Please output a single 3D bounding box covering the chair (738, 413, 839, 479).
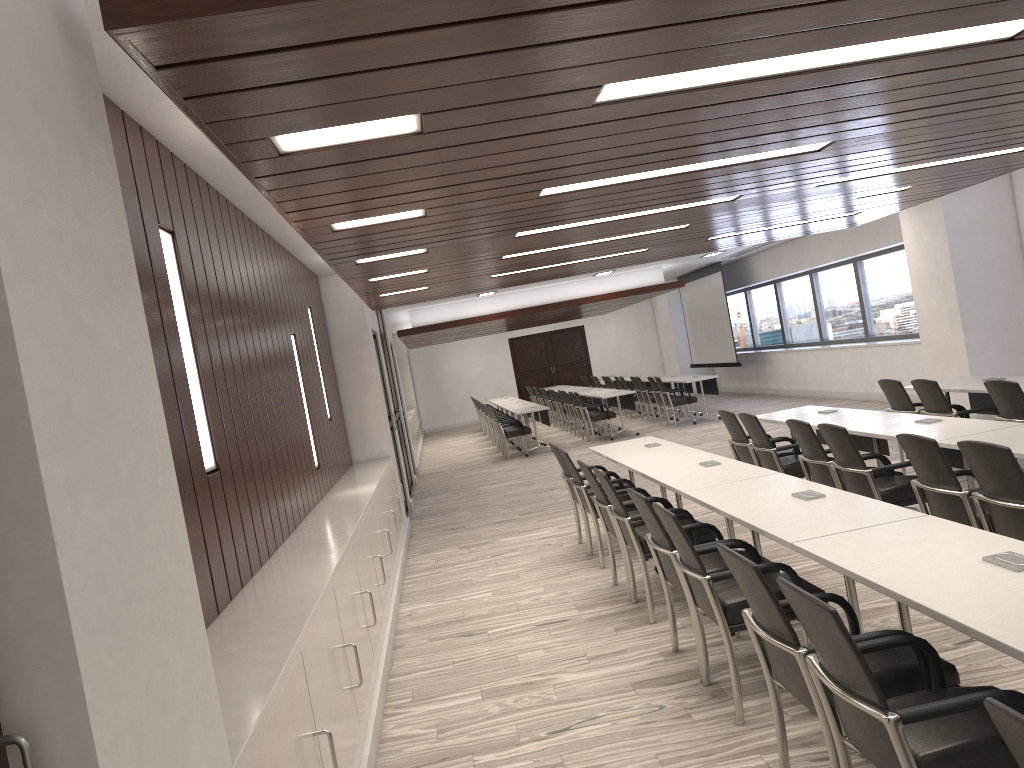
[{"bbox_3d":[2.246,0.637,7.151,0.638,0.939,0.513,-10,2,-6],"label":"chair"}]

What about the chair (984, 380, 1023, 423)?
[{"bbox_3d":[3.805,0.376,6.288,0.638,0.939,0.513,-10,2,-4],"label":"chair"}]

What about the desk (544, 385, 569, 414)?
[{"bbox_3d":[1.170,0.465,23.570,0.577,0.795,1.509,-10,2,-5],"label":"desk"}]

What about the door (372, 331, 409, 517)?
[{"bbox_3d":[-1.531,0.505,10.792,0.200,2.323,1.163,-10,2,-5],"label":"door"}]

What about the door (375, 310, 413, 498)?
[{"bbox_3d":[-1.771,0.204,12.913,0.200,2.889,2.327,-10,2,-5],"label":"door"}]

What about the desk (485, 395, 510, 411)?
[{"bbox_3d":[-0.319,0.740,23.441,0.577,0.795,1.509,-10,2,-5],"label":"desk"}]

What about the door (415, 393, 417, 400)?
[{"bbox_3d":[-2.800,0.352,25.087,0.200,2.323,1.163,-10,2,-5],"label":"door"}]

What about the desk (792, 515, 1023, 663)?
[{"bbox_3d":[1.518,0.960,2.766,0.577,0.795,1.509,-10,2,-5],"label":"desk"}]

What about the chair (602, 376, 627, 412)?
[{"bbox_3d":[2.514,0.219,20.890,0.638,0.939,0.513,-10,2,-6],"label":"chair"}]

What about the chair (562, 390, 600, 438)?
[{"bbox_3d":[1.359,0.528,17.214,0.638,0.939,0.513,-10,2,-6],"label":"chair"}]

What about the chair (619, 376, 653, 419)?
[{"bbox_3d":[2.678,0.244,18.852,0.638,0.939,0.513,-10,2,-4],"label":"chair"}]

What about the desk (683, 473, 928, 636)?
[{"bbox_3d":[1.383,0.944,4.283,0.577,0.795,1.509,-10,2,-5],"label":"desk"}]

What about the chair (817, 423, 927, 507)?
[{"bbox_3d":[2.373,0.654,5.631,0.638,0.939,0.513,-10,2,-5],"label":"chair"}]

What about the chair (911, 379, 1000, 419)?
[{"bbox_3d":[3.722,0.364,7.281,0.638,0.939,0.513,-10,2,-5],"label":"chair"}]

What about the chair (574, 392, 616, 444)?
[{"bbox_3d":[1.491,0.545,15.696,0.638,0.939,0.513,-10,2,-5],"label":"chair"}]

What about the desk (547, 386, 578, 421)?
[{"bbox_3d":[1.305,0.481,22.053,0.577,0.795,1.509,-10,2,-5],"label":"desk"}]

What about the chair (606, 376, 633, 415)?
[{"bbox_3d":[2.554,0.226,20.366,0.638,0.939,0.513,-10,2,-5],"label":"chair"}]

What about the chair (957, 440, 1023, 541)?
[{"bbox_3d":[2.525,0.667,4.121,0.638,0.939,0.513,-10,2,-6],"label":"chair"}]

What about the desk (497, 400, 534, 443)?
[{"bbox_3d":[0.086,0.788,18.888,0.577,0.795,1.509,-10,2,-5],"label":"desk"}]

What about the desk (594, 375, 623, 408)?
[{"bbox_3d":[2.637,0.195,23.697,0.577,0.795,1.509,-10,2,-5],"label":"desk"}]

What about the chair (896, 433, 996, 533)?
[{"bbox_3d":[2.460,0.665,4.648,0.638,0.939,0.513,-10,2,-4],"label":"chair"}]

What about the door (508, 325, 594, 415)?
[{"bbox_3d":[1.223,-0.421,26.598,2.329,2.323,0.200,-10,2,-5],"label":"door"}]

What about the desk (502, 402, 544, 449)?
[{"bbox_3d":[0.220,0.804,17.380,0.577,0.795,1.509,-10,2,-5],"label":"desk"}]

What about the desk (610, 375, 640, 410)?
[{"bbox_3d":[2.772,0.211,22.181,0.577,0.795,1.509,-10,2,-5],"label":"desk"}]

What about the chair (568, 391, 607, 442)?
[{"bbox_3d":[1.432,0.541,16.226,0.638,0.939,0.513,-10,2,-6],"label":"chair"}]

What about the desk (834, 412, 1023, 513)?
[{"bbox_3d":[2.737,0.653,5.931,0.577,0.795,1.509,-10,2,-5],"label":"desk"}]

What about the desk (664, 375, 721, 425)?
[{"bbox_3d":[3.310,0.275,16.120,0.577,0.795,1.509,-10,2,-5],"label":"desk"}]

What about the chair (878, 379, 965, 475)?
[{"bbox_3d":[3.660,0.362,7.798,0.638,0.939,0.513,-10,2,-5],"label":"chair"}]

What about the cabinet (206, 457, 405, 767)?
[{"bbox_3d":[-1.069,1.198,5.740,0.476,0.698,7.540,-10,2,-5],"label":"cabinet"}]

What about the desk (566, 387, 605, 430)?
[{"bbox_3d":[1.574,0.514,19.017,0.577,0.795,1.509,-10,2,-5],"label":"desk"}]

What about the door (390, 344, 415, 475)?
[{"bbox_3d":[-1.909,0.459,15.045,0.200,2.323,1.163,-10,2,-5],"label":"door"}]

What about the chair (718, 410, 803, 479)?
[{"bbox_3d":[2.202,0.631,7.677,0.638,0.939,0.513,-10,2,-6],"label":"chair"}]

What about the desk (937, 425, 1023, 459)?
[{"bbox_3d":[2.872,0.669,4.412,0.577,0.795,1.509,-10,2,-5],"label":"desk"}]

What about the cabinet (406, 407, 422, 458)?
[{"bbox_3d":[-2.346,1.045,20.116,0.476,0.698,7.540,-10,2,-5],"label":"cabinet"}]

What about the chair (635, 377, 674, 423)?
[{"bbox_3d":[2.810,0.260,17.345,0.638,0.939,0.513,-10,2,-4],"label":"chair"}]

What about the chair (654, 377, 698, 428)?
[{"bbox_3d":[2.946,0.276,15.826,0.638,0.939,0.513,-10,2,-4],"label":"chair"}]

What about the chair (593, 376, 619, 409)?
[{"bbox_3d":[2.409,0.212,21.884,0.638,0.939,0.513,-10,2,-6],"label":"chair"}]

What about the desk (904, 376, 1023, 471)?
[{"bbox_3d":[4.069,0.366,7.575,0.577,0.795,1.509,-10,2,-5],"label":"desk"}]

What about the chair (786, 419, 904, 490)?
[{"bbox_3d":[2.329,0.648,6.152,0.638,0.939,0.513,-10,2,-5],"label":"chair"}]

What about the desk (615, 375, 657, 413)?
[{"bbox_3d":[2.907,0.227,20.661,0.577,0.795,1.509,-10,2,-5],"label":"desk"}]

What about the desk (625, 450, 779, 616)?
[{"bbox_3d":[1.248,0.928,5.802,0.577,0.795,1.509,-10,2,-5],"label":"desk"}]

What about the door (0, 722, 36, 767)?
[{"bbox_3d":[-0.738,0.630,0.744,0.200,2.323,1.163,-10,2,-5],"label":"door"}]

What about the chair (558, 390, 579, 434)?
[{"bbox_3d":[1.314,0.523,17.731,0.638,0.939,0.513,-10,2,-5],"label":"chair"}]

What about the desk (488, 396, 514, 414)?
[{"bbox_3d":[-0.184,0.756,21.924,0.577,0.795,1.509,-10,2,-5],"label":"desk"}]

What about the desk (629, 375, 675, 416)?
[{"bbox_3d":[3.041,0.243,19.144,0.577,0.795,1.509,-10,2,-5],"label":"desk"}]

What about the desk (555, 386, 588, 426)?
[{"bbox_3d":[1.440,0.498,20.534,0.577,0.795,1.509,-10,2,-5],"label":"desk"}]

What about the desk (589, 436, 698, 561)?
[{"bbox_3d":[1.113,0.911,7.319,0.577,0.795,1.509,-10,2,-5],"label":"desk"}]

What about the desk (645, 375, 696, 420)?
[{"bbox_3d":[3.175,0.259,17.637,0.577,0.795,1.509,-10,2,-5],"label":"desk"}]

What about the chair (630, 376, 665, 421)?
[{"bbox_3d":[2.781,0.252,17.866,0.638,0.939,0.513,-10,2,-6],"label":"chair"}]

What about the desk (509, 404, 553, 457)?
[{"bbox_3d":[0.354,0.820,15.864,0.577,0.795,1.509,-10,2,-5],"label":"desk"}]

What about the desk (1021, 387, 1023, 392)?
[{"bbox_3d":[4.203,0.383,6.059,0.577,0.795,1.509,-10,2,-5],"label":"desk"}]

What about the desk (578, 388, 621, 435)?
[{"bbox_3d":[1.708,0.530,17.510,0.577,0.795,1.509,-10,2,-5],"label":"desk"}]

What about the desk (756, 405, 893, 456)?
[{"bbox_3d":[2.602,0.637,7.448,0.577,0.795,1.509,-10,2,-5],"label":"desk"}]

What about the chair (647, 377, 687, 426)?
[{"bbox_3d":[2.900,0.271,16.347,0.638,0.939,0.513,-10,2,-5],"label":"chair"}]

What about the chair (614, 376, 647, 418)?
[{"bbox_3d":[2.633,0.238,19.375,0.638,0.939,0.513,-10,2,-4],"label":"chair"}]

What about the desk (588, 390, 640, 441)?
[{"bbox_3d":[1.843,0.546,15.993,0.577,0.795,1.509,-10,2,-5],"label":"desk"}]

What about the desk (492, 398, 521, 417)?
[{"bbox_3d":[-0.049,0.772,20.405,0.577,0.795,1.509,-10,2,-5],"label":"desk"}]
